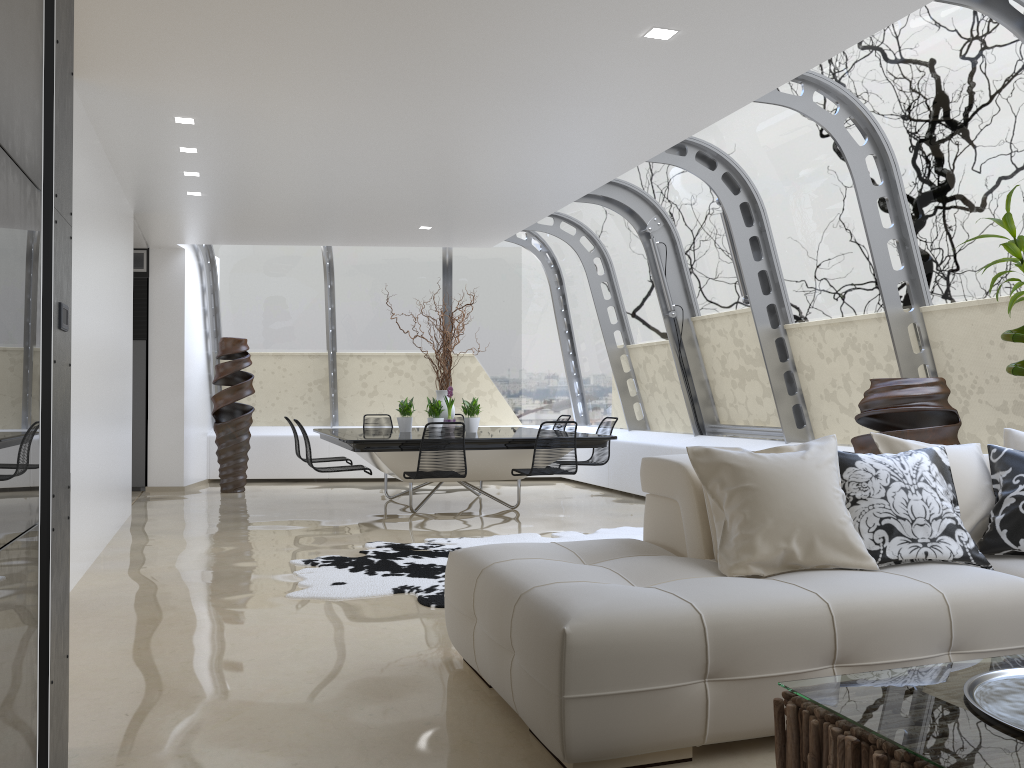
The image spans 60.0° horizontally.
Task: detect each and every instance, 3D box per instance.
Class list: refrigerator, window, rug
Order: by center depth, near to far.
[{"bbox_3d":[-4.343,-0.247,5.101,16.693,3.674,16.171,0,-1,-12],"label":"window"},{"bbox_3d":[0.124,1.199,5.892,3.220,0.008,2.705,0,-1,-18],"label":"rug"},{"bbox_3d":[-4.872,0.351,10.629,1.006,1.742,0.234,0,-1,-5],"label":"refrigerator"}]

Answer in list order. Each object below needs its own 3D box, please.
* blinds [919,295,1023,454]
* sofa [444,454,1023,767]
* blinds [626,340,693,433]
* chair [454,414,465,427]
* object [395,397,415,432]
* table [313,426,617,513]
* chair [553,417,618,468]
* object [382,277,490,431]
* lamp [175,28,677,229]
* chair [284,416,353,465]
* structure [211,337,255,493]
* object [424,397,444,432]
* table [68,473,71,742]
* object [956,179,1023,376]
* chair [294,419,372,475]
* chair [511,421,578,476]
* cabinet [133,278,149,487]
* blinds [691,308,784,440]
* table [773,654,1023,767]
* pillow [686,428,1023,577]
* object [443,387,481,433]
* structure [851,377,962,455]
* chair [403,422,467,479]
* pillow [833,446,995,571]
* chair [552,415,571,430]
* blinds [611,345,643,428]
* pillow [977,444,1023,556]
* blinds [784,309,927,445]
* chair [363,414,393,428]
[{"bbox_3d":[3.164,-0.025,5.428,0.329,1.027,1.430,0,-1,-18],"label":"blinds"},{"bbox_3d":[1.887,0.714,2.350,3.257,0.866,4.169,0,-1,-18],"label":"sofa"},{"bbox_3d":[1.725,0.047,9.816,0.329,1.027,1.430,0,-1,-18],"label":"blinds"},{"bbox_3d":[-0.671,0.628,10.828,0.446,0.519,0.688,0,-1,-18],"label":"chair"},{"bbox_3d":[-1.106,0.315,9.242,0.215,0.369,0.284,0,-1,20],"label":"object"},{"bbox_3d":[-0.657,0.878,9.212,2.494,0.759,3.031,0,-1,-18],"label":"table"},{"bbox_3d":[0.714,0.599,9.050,0.688,0.519,0.446,0,-1,-18],"label":"chair"},{"bbox_3d":[-0.840,-0.277,9.216,1.031,1.549,1.135,0,-1,-26],"label":"object"},{"bbox_3d":[-3.964,-1.744,3.220,9.775,0.004,9.928,0,-1,-17],"label":"lamp"},{"bbox_3d":[-2.074,0.605,9.479,0.688,0.519,0.446,0,-1,-18],"label":"chair"},{"bbox_3d":[-3.308,0.372,10.517,0.498,1.843,0.493,0,-1,-7],"label":"structure"},{"bbox_3d":[-0.774,0.309,8.896,0.215,0.369,0.284,0,-1,15],"label":"object"},{"bbox_3d":[-1.447,0.716,2.620,0.202,0.872,0.350,0,-1,-18],"label":"table"},{"bbox_3d":[1.345,-0.057,1.945,0.673,1.546,0.584,0,-1,21],"label":"object"},{"bbox_3d":[-1.677,0.586,8.266,0.688,0.519,0.446,0,-1,-18],"label":"chair"},{"bbox_3d":[0.305,0.579,7.855,0.446,0.519,0.688,0,-1,-18],"label":"chair"},{"bbox_3d":[-5.490,0.016,10.887,2.252,2.558,0.831,0,-1,-4],"label":"cabinet"},{"bbox_3d":[2.178,-0.071,8.344,0.387,1.214,1.376,0,-1,-18],"label":"blinds"},{"bbox_3d":[1.229,0.926,1.868,1.007,0.448,0.923,0,-1,-18],"label":"table"},{"bbox_3d":[2.362,0.442,2.870,3.322,0.530,1.656,-1,-1,42],"label":"pillow"},{"bbox_3d":[-0.491,0.263,9.130,0.417,0.476,0.238,0,-1,10],"label":"object"},{"bbox_3d":[2.364,0.589,5.315,0.672,1.258,0.674,1,-1,-41],"label":"structure"},{"bbox_3d":[-0.643,0.574,7.544,0.446,0.519,0.688,0,-1,-18],"label":"chair"},{"bbox_3d":[1.495,0.482,3.468,0.604,0.471,0.394,0,-1,-2],"label":"pillow"},{"bbox_3d":[0.317,0.618,10.263,0.688,0.519,0.446,0,-1,-18],"label":"chair"},{"bbox_3d":[1.342,0.605,11.493,0.663,2.118,1.829,0,-1,-18],"label":"blinds"},{"bbox_3d":[2.155,0.493,3.479,0.599,0.483,0.405,-1,-1,40],"label":"pillow"},{"bbox_3d":[2.685,-0.001,6.891,0.329,1.027,1.430,0,-1,-18],"label":"blinds"},{"bbox_3d":[-1.550,0.623,10.539,0.446,0.519,0.688,0,-1,-18],"label":"chair"}]
